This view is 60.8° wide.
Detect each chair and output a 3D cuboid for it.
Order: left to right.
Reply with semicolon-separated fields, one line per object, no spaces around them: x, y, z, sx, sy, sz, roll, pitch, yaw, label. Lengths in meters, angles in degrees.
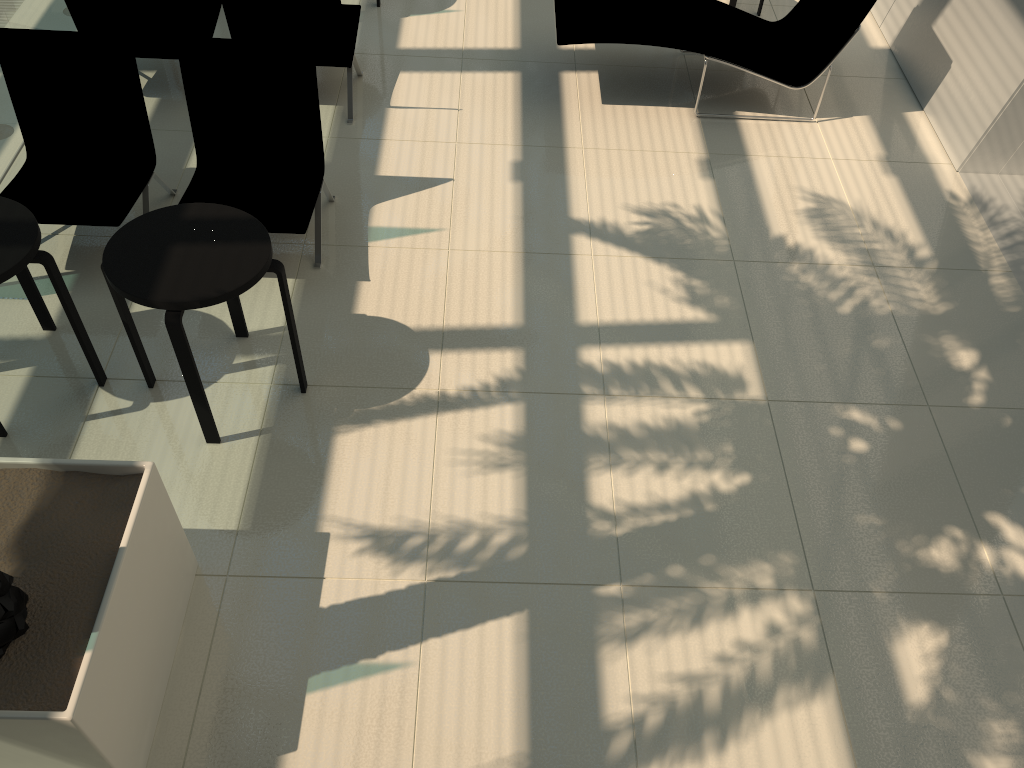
-2.328;-1.178;4.563;0.716;0.963;0.812;2;49;-2;chair
-2.314;-2.375;5.568;0.716;0.963;0.812;2;49;-2;chair
-1.397;-1.147;4.597;0.716;0.963;0.812;2;49;-2;chair
-1.382;-2.344;5.601;0.716;0.963;0.812;2;49;-2;chair
1.311;-2.569;5.763;2.037;1.255;0.844;2;48;-2;chair

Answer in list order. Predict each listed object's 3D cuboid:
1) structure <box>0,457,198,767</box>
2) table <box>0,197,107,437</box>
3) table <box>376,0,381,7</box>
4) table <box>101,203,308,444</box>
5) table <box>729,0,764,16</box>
-1.705;-1.313;0.384;4.404;7.601;4.464;-15;51;-16;structure
-2.338;-0.307;3.913;0.653;0.846;0.649;-34;58;-28;table
-1.377;-3.222;6.417;0.658;0.846;0.643;32;54;23;table
-1.369;-0.274;3.948;0.653;0.846;0.649;-34;58;-28;table
1.679;-3.139;6.726;0.533;0.561;0.528;36;56;25;table
